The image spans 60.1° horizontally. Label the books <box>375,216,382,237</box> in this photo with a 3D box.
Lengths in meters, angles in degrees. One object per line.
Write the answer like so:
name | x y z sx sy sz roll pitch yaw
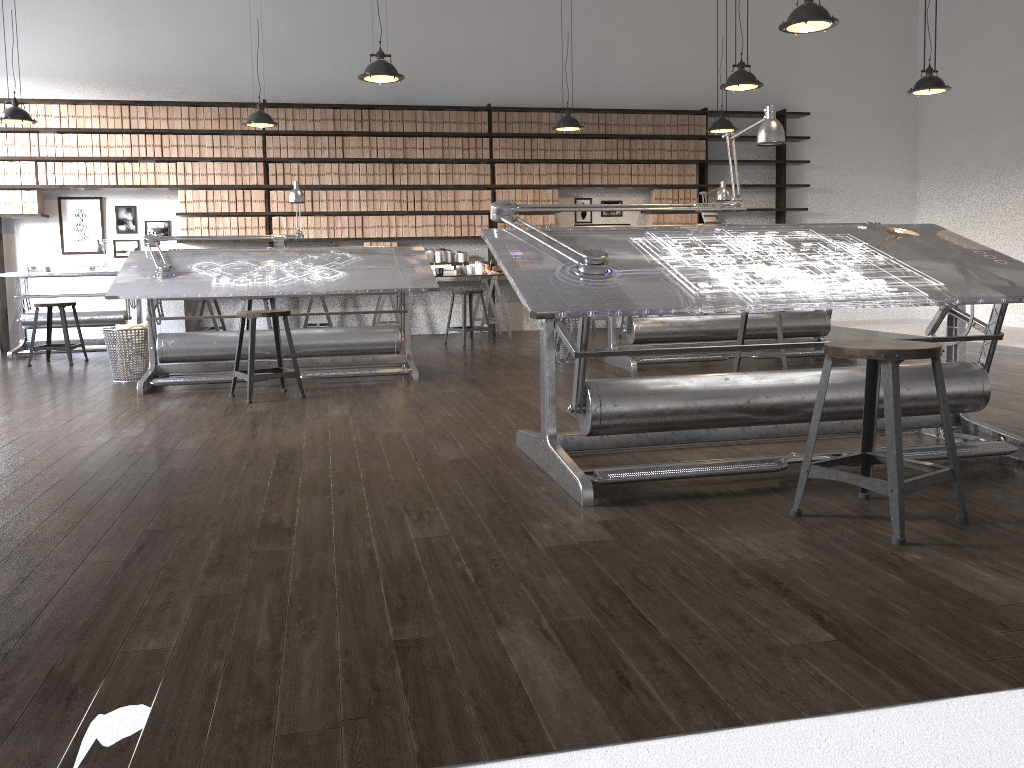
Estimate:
books | -1.415 -1.660 9.368 0.067 0.225 0.175 -2 6 -12

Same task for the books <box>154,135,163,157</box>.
books | -3.524 -2.367 8.857 0.067 0.225 0.175 -2 6 -12

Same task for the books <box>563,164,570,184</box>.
books | 0.582 -2.301 9.754 0.067 0.224 0.175 -2 6 -12

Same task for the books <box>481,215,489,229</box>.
books | -0.301 -1.714 9.607 0.067 0.224 0.175 -2 6 -12

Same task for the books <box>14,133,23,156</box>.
books | -4.761 -2.308 8.598 0.067 0.224 0.175 -2 6 -12

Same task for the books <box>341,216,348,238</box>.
books | -1.756 -1.643 9.298 0.067 0.224 0.175 -2 6 -12

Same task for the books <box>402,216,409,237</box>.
books | -1.138 -1.674 9.432 0.067 0.224 0.175 -2 6 -12

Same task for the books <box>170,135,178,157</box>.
books | -3.381 -2.374 8.888 0.067 0.224 0.175 -2 6 -12

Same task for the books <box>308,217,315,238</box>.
books | -2.088 -1.627 9.229 0.067 0.224 0.175 -2 6 -12

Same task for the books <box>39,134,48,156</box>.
books | -4.552 -2.318 8.645 0.067 0.224 0.175 -2 6 -12

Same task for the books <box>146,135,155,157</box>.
books | -3.597 -2.364 8.847 0.067 0.224 0.175 -2 6 -12

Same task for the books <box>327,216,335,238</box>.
books | -1.896 -1.637 9.272 0.067 0.224 0.175 -2 6 -12

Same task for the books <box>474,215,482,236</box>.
books | -0.377 -1.711 9.589 0.067 0.225 0.175 -2 6 -12

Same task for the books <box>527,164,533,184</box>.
books | 0.181 -2.281 9.668 0.067 0.224 0.175 -2 6 -12

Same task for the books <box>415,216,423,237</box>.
books | -0.998 -1.681 9.460 0.067 0.224 0.175 -2 6 -12

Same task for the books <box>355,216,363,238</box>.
books | -1.613 -1.650 9.327 0.067 0.225 0.175 -2 6 -12

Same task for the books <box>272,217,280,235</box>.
books | -2.434 -1.610 9.152 0.067 0.224 0.175 -2 6 -12

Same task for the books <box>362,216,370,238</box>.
books | -1.542 -1.654 9.348 0.067 0.224 0.175 -2 6 -12

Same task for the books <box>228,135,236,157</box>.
books | -2.843 -2.401 9.008 0.067 0.224 0.175 -2 6 -12

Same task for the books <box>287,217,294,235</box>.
books | -2.296 -1.618 9.188 0.067 0.224 0.175 -2 6 -12

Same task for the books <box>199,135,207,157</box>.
books | -3.112 -2.388 8.948 0.067 0.224 0.175 -2 6 -12

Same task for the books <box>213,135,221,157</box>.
books | -2.979 -2.394 8.973 0.067 0.225 0.175 -2 6 -12

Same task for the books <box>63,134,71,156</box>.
books | -4.344 -2.328 8.689 0.067 0.224 0.175 -2 6 -12

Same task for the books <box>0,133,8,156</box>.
books | -4.893 -2.300 8.566 0.067 0.224 0.175 -2 6 -12

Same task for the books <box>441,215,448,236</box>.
books | -0.736 -1.694 9.518 0.067 0.224 0.175 -2 6 -12

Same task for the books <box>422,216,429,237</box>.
books | -0.937 -1.684 9.474 0.067 0.224 0.175 -2 6 -12

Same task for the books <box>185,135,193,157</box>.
books | -3.243 -2.382 8.922 0.067 0.224 0.175 -2 6 -12

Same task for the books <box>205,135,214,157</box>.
books | -3.050 -2.391 8.960 0.067 0.224 0.175 -2 6 -12

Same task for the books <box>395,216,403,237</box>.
books | -1.206 -1.671 9.419 0.067 0.224 0.175 -2 6 -12

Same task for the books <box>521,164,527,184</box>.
books | 0.112 -2.278 9.655 0.067 0.224 0.175 -2 6 -12

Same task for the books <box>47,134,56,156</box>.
books | -4.481 -2.321 8.655 0.067 0.224 0.175 -2 6 -12

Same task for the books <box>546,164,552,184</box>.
books | 0.382 -2.291 9.710 0.067 0.224 0.175 -2 6 -12

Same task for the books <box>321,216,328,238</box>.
books | -1.960 -1.633 9.253 0.067 0.225 0.175 -2 6 -12

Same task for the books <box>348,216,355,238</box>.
books | -1.688 -1.647 9.317 0.067 0.224 0.175 -2 6 -12

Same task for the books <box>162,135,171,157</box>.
books | -3.452 -2.372 8.878 0.067 0.224 0.175 -2 6 -12

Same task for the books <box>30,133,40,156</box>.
books | -4.624 -2.314 8.624 0.067 0.225 0.175 -2 6 -12

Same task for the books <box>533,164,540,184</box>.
books | 0.251 -2.284 9.678 0.067 0.225 0.175 -2 6 -12

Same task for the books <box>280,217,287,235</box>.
books | -2.364 -1.614 9.170 0.067 0.224 0.175 -2 6 -12

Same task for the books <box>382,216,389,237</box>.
books | -1.344 -1.663 9.383 0.067 0.224 0.175 -2 6 -12

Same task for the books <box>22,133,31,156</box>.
books | -4.697 -2.311 8.614 0.067 0.224 0.175 -2 6 -12

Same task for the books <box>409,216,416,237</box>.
books | -1.068 -1.677 9.443 0.067 0.225 0.175 -2 6 -12

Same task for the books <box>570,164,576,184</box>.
books | 0.653 -2.304 9.764 0.067 0.224 0.175 -2 6 -12

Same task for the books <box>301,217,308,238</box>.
books | -2.158 -1.624 9.212 0.067 0.225 0.175 -2 6 -12

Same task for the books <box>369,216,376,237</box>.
books | -1.477 -1.657 9.359 0.067 0.224 0.175 -2 6 -12

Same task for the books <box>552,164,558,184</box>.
books | 0.449 -2.294 9.719 0.067 0.225 0.175 -2 6 -12

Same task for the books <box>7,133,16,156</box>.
books | -4.822 -2.304 8.581 0.067 0.225 0.175 -2 6 -12

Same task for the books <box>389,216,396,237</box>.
books | -1.274 -1.667 9.401 0.067 0.224 0.175 -2 6 -12

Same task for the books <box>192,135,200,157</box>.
books | -3.176 -2.384 8.930 0.067 0.225 0.175 -2 6 -12

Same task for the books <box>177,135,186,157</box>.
books | -3.313 -2.378 8.907 0.067 0.224 0.175 -2 6 -12

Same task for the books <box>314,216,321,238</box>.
books | -2.027 -1.631 9.243 0.067 0.224 0.175 -2 6 -12

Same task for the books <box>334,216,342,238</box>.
books | -1.826 -1.641 9.287 0.067 0.224 0.175 -2 6 -12

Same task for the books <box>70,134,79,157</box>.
books | -4.276 -2.330 8.697 0.067 0.225 0.175 -2 6 -12

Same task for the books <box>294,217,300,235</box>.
books | -2.228 -1.621 9.201 0.067 0.224 0.175 -2 6 -12

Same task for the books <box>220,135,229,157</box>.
books | -2.911 -2.398 8.991 0.067 0.224 0.175 -2 6 -12

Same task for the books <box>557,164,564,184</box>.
books | 0.513 -2.298 9.739 0.067 0.224 0.175 -2 6 -12
